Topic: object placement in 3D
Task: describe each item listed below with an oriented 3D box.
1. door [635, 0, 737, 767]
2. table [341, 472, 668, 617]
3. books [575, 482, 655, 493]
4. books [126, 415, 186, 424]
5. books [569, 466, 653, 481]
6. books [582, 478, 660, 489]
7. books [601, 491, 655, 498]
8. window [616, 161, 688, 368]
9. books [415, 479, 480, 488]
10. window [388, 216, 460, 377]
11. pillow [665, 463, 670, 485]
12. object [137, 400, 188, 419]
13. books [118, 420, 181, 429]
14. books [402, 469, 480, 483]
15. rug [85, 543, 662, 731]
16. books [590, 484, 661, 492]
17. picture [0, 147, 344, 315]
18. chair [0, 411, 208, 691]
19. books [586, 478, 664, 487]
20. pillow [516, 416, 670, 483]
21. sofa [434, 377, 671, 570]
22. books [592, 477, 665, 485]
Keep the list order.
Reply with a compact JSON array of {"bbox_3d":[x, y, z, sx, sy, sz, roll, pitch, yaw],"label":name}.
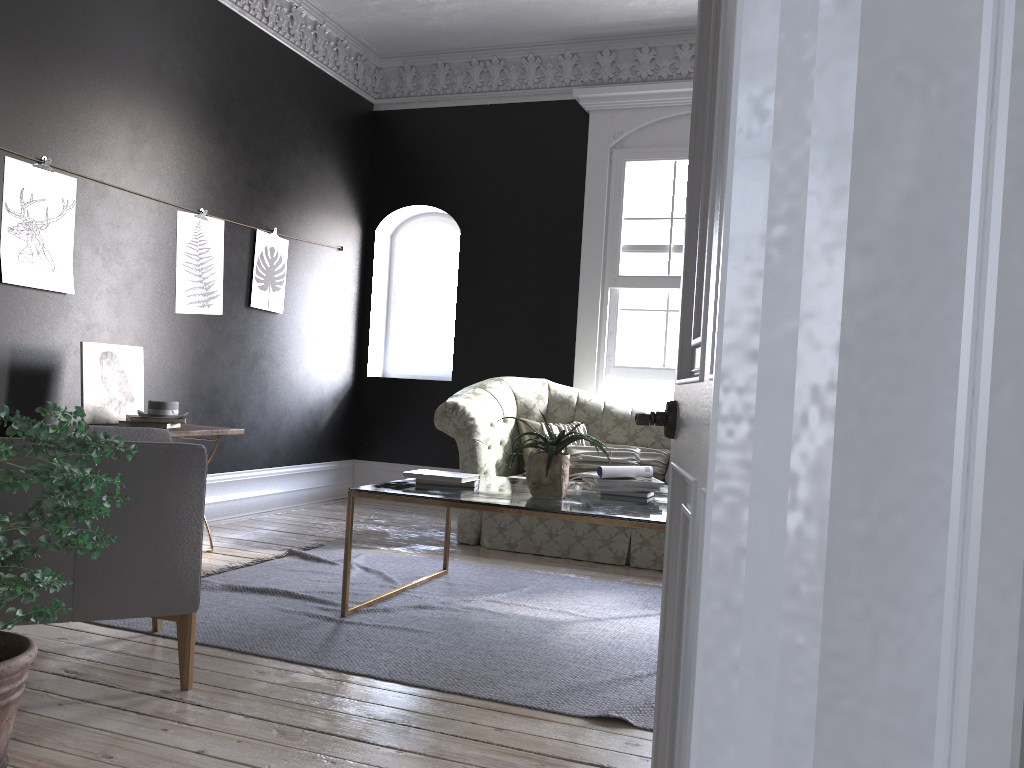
[{"bbox_3d":[0.309,-0.136,1.332,0.216,2.374,1.098,3,0,7],"label":"door"},{"bbox_3d":[0.137,0.783,4.110,1.448,0.558,1.093,3,0,20],"label":"table"},{"bbox_3d":[0.490,0.495,4.254,0.318,0.011,0.252,4,0,-13],"label":"books"},{"bbox_3d":[-1.959,0.193,4.881,0.289,0.030,0.193,4,0,-29],"label":"books"},{"bbox_3d":[0.466,0.438,4.254,0.322,0.109,0.273,4,0,-35],"label":"books"},{"bbox_3d":[0.519,0.475,4.252,0.318,0.011,0.252,3,0,-8],"label":"books"},{"bbox_3d":[0.553,0.515,4.237,0.231,0.023,0.162,3,0,21],"label":"books"},{"bbox_3d":[1.445,-0.926,6.910,1.262,1.672,0.056,4,1,20],"label":"window"},{"bbox_3d":[-0.308,0.464,4.253,0.289,0.030,0.193,3,0,4],"label":"books"},{"bbox_3d":[-0.746,-0.803,8.138,0.740,1.457,0.112,4,1,20],"label":"window"},{"bbox_3d":[1.487,0.499,5.904,0.963,0.461,0.405,3,0,27],"label":"pillow"},{"bbox_3d":[-1.922,0.137,4.885,0.258,0.087,0.328,3,0,-14],"label":"object"},{"bbox_3d":[-1.990,0.220,4.876,0.268,0.029,0.203,3,0,0],"label":"books"},{"bbox_3d":[-0.333,0.434,4.192,0.307,0.024,0.220,3,0,20],"label":"books"},{"bbox_3d":[0.114,1.047,3.956,3.643,0.050,2.106,3,0,21],"label":"rug"},{"bbox_3d":[0.534,0.487,4.248,0.318,0.011,0.252,3,0,2],"label":"books"},{"bbox_3d":[-2.229,-0.850,5.481,0.058,0.771,4.458,4,0,20],"label":"picture"},{"bbox_3d":[-1.509,0.532,2.996,0.770,0.863,0.818,3,0,-29],"label":"chair"},{"bbox_3d":[0.534,0.465,4.239,0.318,0.011,0.252,3,0,-8],"label":"books"},{"bbox_3d":[0.540,0.466,6.224,1.105,0.416,0.529,3,0,20],"label":"pillow"},{"bbox_3d":[1.011,0.582,6.127,2.812,1.161,1.606,3,0,21],"label":"sofa"},{"bbox_3d":[0.543,0.455,4.235,0.318,0.011,0.252,3,0,-3],"label":"books"}]
